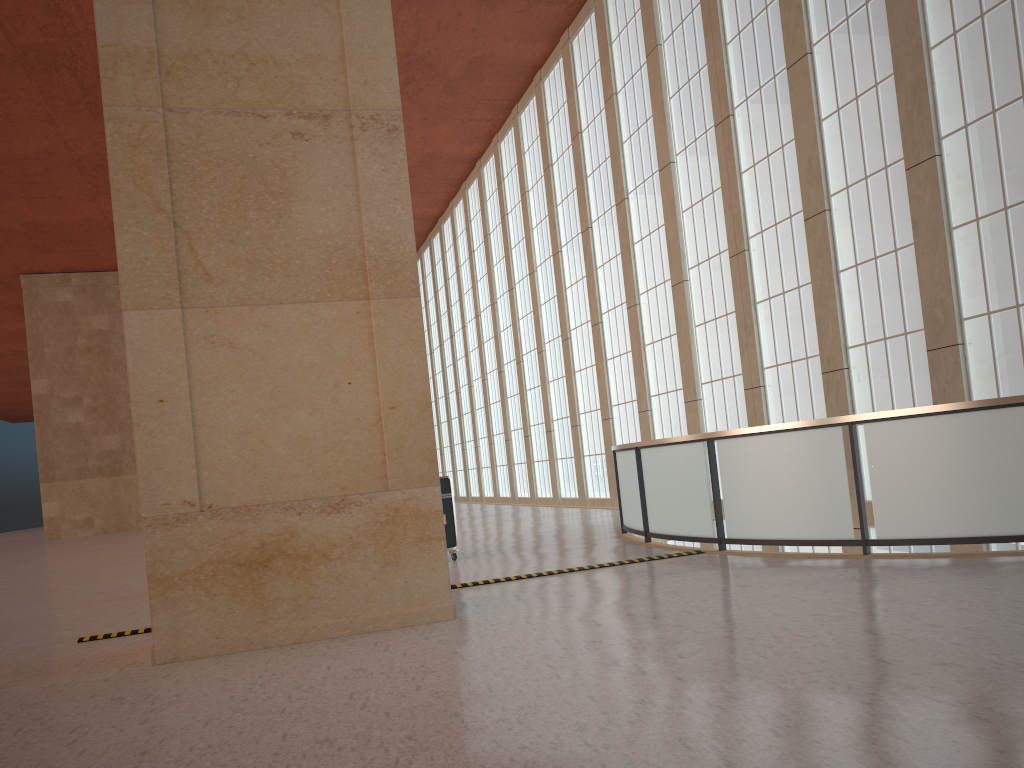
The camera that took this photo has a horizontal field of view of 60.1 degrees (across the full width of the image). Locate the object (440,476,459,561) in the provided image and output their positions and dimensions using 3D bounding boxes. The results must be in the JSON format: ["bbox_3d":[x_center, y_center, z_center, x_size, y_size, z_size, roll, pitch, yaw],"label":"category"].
[{"bbox_3d":[-1.655,2.505,16.272,1.053,1.538,1.278,-5,-3,-17],"label":"object"}]

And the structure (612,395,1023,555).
[{"bbox_3d":[5.041,1.539,14.575,5.233,1.790,13.150,-3,-6,-27],"label":"structure"}]

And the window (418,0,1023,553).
[{"bbox_3d":[-9.863,6.862,78.492,0.010,28.570,165.725,-6,-5,-17],"label":"window"}]
